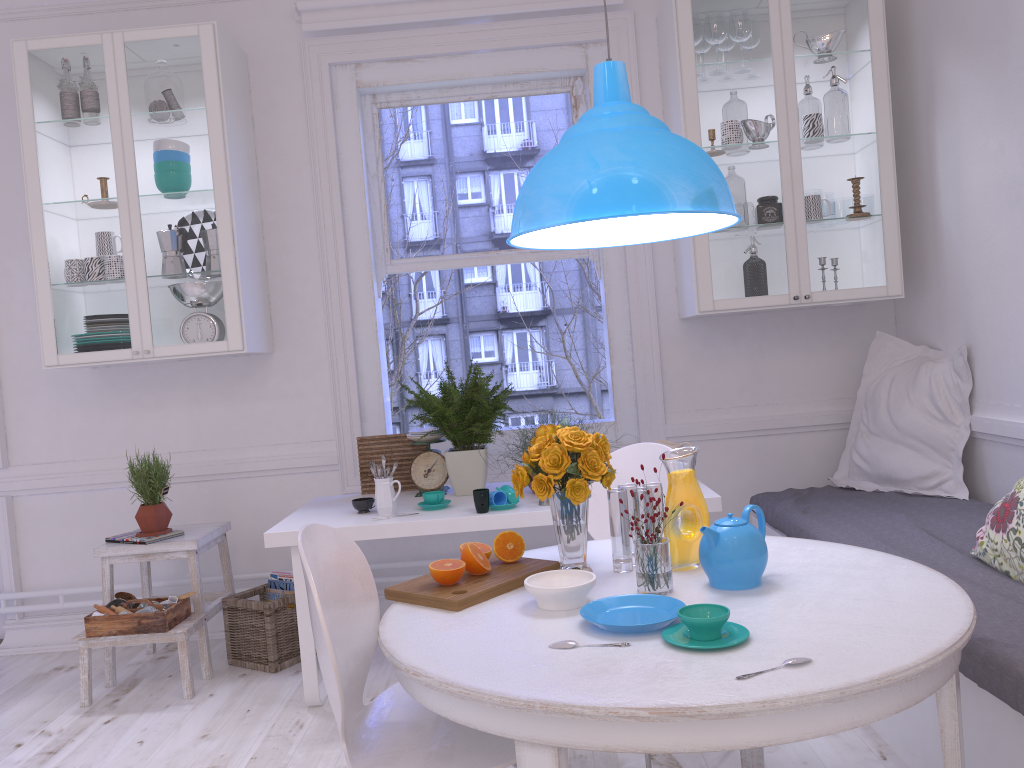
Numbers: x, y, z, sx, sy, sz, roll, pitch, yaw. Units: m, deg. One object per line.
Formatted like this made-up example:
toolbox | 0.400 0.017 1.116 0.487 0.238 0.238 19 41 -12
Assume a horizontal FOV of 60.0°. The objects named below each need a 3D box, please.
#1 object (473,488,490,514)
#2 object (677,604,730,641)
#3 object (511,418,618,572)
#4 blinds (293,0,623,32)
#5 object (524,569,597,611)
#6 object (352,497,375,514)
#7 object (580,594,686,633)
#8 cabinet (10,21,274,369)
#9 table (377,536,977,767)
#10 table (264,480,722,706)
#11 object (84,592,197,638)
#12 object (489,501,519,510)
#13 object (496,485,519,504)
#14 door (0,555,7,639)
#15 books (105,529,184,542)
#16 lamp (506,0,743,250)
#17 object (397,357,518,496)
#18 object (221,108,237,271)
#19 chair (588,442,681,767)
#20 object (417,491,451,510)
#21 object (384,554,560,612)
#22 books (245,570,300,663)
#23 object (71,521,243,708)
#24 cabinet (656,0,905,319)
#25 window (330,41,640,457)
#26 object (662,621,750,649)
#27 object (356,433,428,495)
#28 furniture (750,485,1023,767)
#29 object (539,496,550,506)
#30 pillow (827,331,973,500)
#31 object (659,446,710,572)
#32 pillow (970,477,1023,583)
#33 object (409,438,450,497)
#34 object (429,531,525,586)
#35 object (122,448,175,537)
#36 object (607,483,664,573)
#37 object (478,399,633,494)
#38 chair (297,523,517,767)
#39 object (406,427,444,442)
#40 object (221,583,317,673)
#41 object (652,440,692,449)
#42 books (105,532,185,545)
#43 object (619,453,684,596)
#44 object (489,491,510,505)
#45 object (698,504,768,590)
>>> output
object | -0.105 0.393 2.970 0.055 0.077 0.070 -4 2 26
object | 0.328 0.408 1.511 0.088 0.043 0.088 -4 2 8
object | 0.131 0.258 2.038 0.234 0.351 0.235 -6 2 -34
blinds | -0.217 -1.630 3.806 1.451 0.131 0.136 -5 2 1
object | 0.099 0.418 1.791 0.147 0.052 0.147 -3 3 43
object | -0.532 0.437 3.180 0.079 0.048 0.082 -6 2 -39
object | 0.224 0.427 1.640 0.196 0.023 0.196 -5 2 -12
cabinet | -1.521 -0.751 3.699 0.823 1.311 0.425 -5 2 1
table | 0.327 0.741 1.812 1.140 0.629 1.140 -4 2 30
table | -0.038 0.727 3.297 1.514 0.619 0.736 -5 2 1
object | -1.363 0.839 3.274 0.358 0.110 0.211 -5 2 3
object | -0.034 0.414 3.033 0.121 0.021 0.121 -3 2 41
object | -0.016 0.379 3.040 0.069 0.059 0.082 -5 2 -21
door | -2.850 -0.014 4.510 1.009 2.474 1.021 -5 2 1
books | -1.451 0.597 3.505 0.246 0.007 0.180 -4 2 31
lamp | 0.188 -1.335 2.124 0.568 1.948 0.568 -3 2 35
object | -0.194 0.161 3.403 0.438 0.527 0.368 -5 2 1
object | -1.521 -0.751 3.721 0.811 0.651 0.376 -5 2 1
chair | 0.274 0.615 2.505 0.483 0.845 0.604 -7 3 -44
object | -0.276 0.413 3.144 0.121 0.055 0.121 -3 2 41
object | -0.083 0.441 1.997 0.224 0.024 0.347 -3 2 41
books | -0.952 0.936 3.580 0.221 0.306 0.205 -3 2 34
object | -1.373 0.874 3.482 0.418 0.534 0.599 -5 2 1
cabinet | 1.090 -0.966 3.663 0.823 1.311 0.425 -5 2 1
window | -0.116 -0.573 4.028 1.234 1.782 0.181 -5 2 1
object | 0.330 0.429 1.511 0.147 0.011 0.147 -5 2 3
object | -0.478 0.324 3.634 0.294 0.237 0.028 -5 2 1
furniture | 1.330 0.710 2.089 0.769 0.508 3.296 -5 2 1
object | 0.122 0.378 3.031 0.066 0.067 0.052 -5 2 1
pillow | 1.562 0.102 3.531 0.374 0.642 0.677 -6 2 -29
object | 0.390 0.280 2.002 0.094 0.267 0.116 -4 2 28
pillow | 1.444 0.264 2.105 0.509 0.447 0.592 -5 2 6
object | -0.323 0.329 3.526 0.159 0.208 0.185 -5 2 1
object | -0.096 0.392 2.020 0.129 0.075 0.285 -3 2 37
object | -1.414 0.406 3.489 0.186 0.367 0.196 -7 3 -44
object | 0.288 0.328 2.030 0.101 0.186 0.122 -4 2 31
object | 0.169 0.233 3.305 0.668 0.367 0.531 -4 2 25
chair | -0.129 0.674 1.719 0.483 0.845 0.604 -5 2 1
object | -0.338 0.203 3.532 0.163 0.047 0.164 -6 2 -40
object | -0.957 0.970 3.570 0.276 0.270 0.276 -3 2 34
object | 0.604 0.286 3.333 0.127 0.152 0.115 -5 2 -17
books | -1.450 0.606 3.506 0.246 0.011 0.180 -4 2 31
object | 0.290 0.284 1.809 0.128 0.287 0.128 -5 2 3
object | -0.051 0.389 3.029 0.069 0.058 0.080 -6 2 -26
object | 0.462 0.336 1.836 0.156 0.151 0.150 -5 2 4
